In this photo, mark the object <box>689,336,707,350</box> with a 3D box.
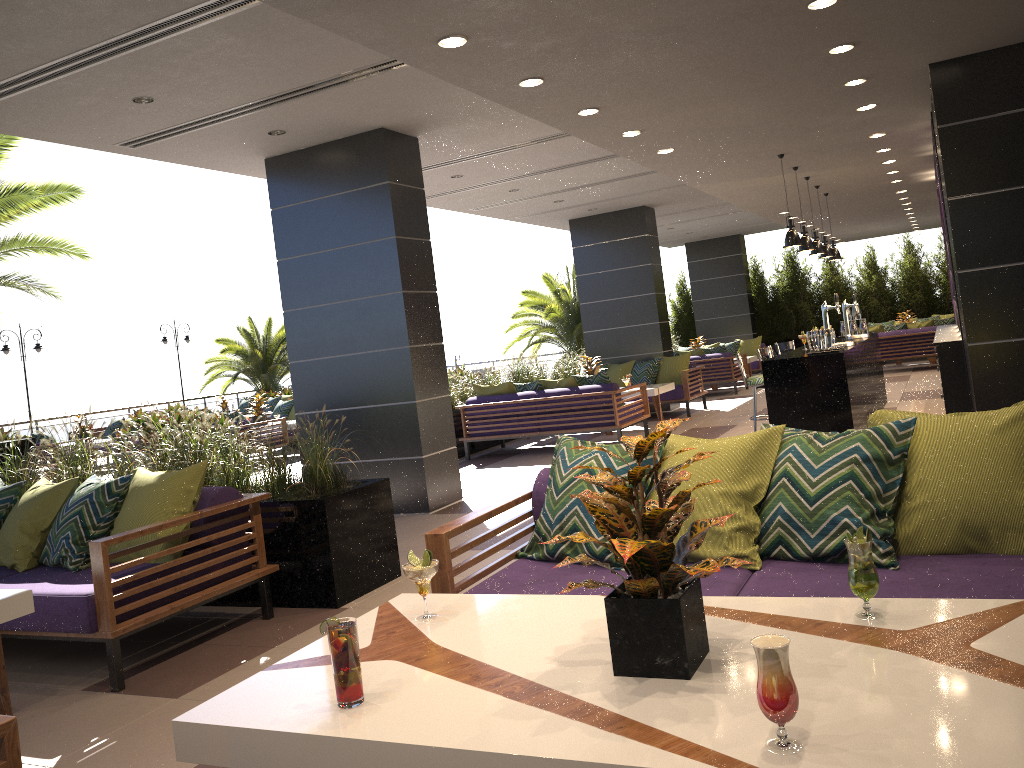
[{"bbox_3d":[3.746,-0.688,17.698,0.428,0.527,0.426,-7,0,43],"label":"object"}]

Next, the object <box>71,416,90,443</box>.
[{"bbox_3d":[-8.224,0.859,16.873,0.431,0.527,0.423,-7,0,-32],"label":"object"}]

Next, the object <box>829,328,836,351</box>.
[{"bbox_3d":[2.904,-0.402,8.088,0.105,0.209,0.106,-8,-1,31],"label":"object"}]

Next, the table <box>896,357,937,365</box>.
[{"bbox_3d":[7.896,-0.658,17.385,2.030,0.554,0.944,-6,2,26],"label":"table"}]

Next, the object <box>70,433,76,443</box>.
[{"bbox_3d":[-8.652,1.057,17.450,0.106,0.197,0.105,-7,-1,-31],"label":"object"}]

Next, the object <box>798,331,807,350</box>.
[{"bbox_3d":[3.031,-0.454,9.183,0.106,0.197,0.105,-7,-1,-36],"label":"object"}]

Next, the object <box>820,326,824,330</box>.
[{"bbox_3d":[3.760,-0.600,10.685,0.085,0.190,0.066,-7,-1,-39],"label":"object"}]

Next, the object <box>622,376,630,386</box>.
[{"bbox_3d":[1.523,-0.014,11.794,0.106,0.197,0.105,-7,-1,-36],"label":"object"}]

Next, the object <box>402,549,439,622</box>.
[{"bbox_3d":[-0.254,0.569,2.525,0.106,0.197,0.105,-7,-1,-36],"label":"object"}]

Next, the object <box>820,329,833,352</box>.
[{"bbox_3d":[2.806,-0.381,7.881,0.105,0.209,0.106,-8,-1,31],"label":"object"}]

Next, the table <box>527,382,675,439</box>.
[{"bbox_3d":[1.166,0.392,12.260,2.030,0.554,0.944,-6,2,26],"label":"table"}]

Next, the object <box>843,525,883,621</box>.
[{"bbox_3d":[0.826,0.442,2.087,0.068,0.211,0.069,-7,-1,9],"label":"object"}]

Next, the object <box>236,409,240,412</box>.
[{"bbox_3d":[-6.113,0.648,19.796,0.067,0.190,0.084,-7,-1,-34],"label":"object"}]

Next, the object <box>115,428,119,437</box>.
[{"bbox_3d":[-7.549,0.941,16.936,0.067,0.190,0.084,-7,-1,-34],"label":"object"}]

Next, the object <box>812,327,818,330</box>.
[{"bbox_3d":[3.463,-0.550,10.072,0.068,0.211,0.069,-7,-1,9],"label":"object"}]

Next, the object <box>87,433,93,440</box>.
[{"bbox_3d":[-7.760,0.989,16.297,0.082,0.198,0.069,-7,-1,-22],"label":"object"}]

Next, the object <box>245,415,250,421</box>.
[{"bbox_3d":[-4.619,0.631,15.451,0.069,0.181,0.068,-7,-1,-31],"label":"object"}]

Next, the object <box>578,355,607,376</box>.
[{"bbox_3d":[1.095,-0.143,12.264,0.428,0.527,0.426,-7,0,38],"label":"object"}]

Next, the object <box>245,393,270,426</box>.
[{"bbox_3d":[-4.257,0.432,14.920,0.428,0.527,0.426,-7,0,43],"label":"object"}]

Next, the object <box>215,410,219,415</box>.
[{"bbox_3d":[-6.947,0.709,20.869,0.106,0.197,0.105,-7,-1,-31],"label":"object"}]

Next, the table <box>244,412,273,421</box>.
[{"bbox_3d":[-6.487,1.051,20.310,2.030,0.554,0.944,-6,2,26],"label":"table"}]

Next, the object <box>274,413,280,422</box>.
[{"bbox_3d":[-3.822,0.562,14.418,0.106,0.197,0.105,-7,-1,-31],"label":"object"}]

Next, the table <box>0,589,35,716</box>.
[{"bbox_3d":[-3.042,1.257,3.643,2.030,0.554,0.944,-6,2,26],"label":"table"}]

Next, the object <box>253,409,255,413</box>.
[{"bbox_3d":[-5.943,0.593,20.400,0.068,0.211,0.069,-7,-1,14],"label":"object"}]

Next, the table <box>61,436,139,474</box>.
[{"bbox_3d":[-8.155,1.394,16.894,2.030,0.554,0.944,-6,2,26],"label":"table"}]

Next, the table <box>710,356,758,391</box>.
[{"bbox_3d":[3.815,-0.153,17.684,2.030,0.554,0.944,-6,2,26],"label":"table"}]

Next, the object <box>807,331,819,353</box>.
[{"bbox_3d":[2.701,-0.370,7.925,0.105,0.209,0.106,-8,-1,31],"label":"object"}]

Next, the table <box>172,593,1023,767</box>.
[{"bbox_3d":[0.384,0.889,1.952,2.030,0.554,0.944,-6,2,26],"label":"table"}]

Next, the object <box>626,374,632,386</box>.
[{"bbox_3d":[1.640,-0.047,12.366,0.067,0.190,0.084,-6,-1,-39],"label":"object"}]

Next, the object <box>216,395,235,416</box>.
[{"bbox_3d":[-6.615,0.523,20.299,0.426,0.527,0.428,-7,0,-37],"label":"object"}]

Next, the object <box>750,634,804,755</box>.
[{"bbox_3d":[0.452,0.527,1.507,0.069,0.181,0.068,-7,-1,-36],"label":"object"}]

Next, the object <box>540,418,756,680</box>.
[{"bbox_3d":[0.311,0.354,1.965,0.428,0.527,0.426,-7,0,43],"label":"object"}]

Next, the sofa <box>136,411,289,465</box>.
[{"bbox_3d":[-4.699,0.888,13.898,2.119,0.920,1.122,-6,1,26],"label":"sofa"}]

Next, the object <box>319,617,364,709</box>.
[{"bbox_3d":[-0.370,0.610,1.952,0.067,0.190,0.084,-6,-1,-39],"label":"object"}]

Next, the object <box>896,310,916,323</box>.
[{"bbox_3d":[7.781,-1.188,17.410,0.428,0.527,0.426,-7,0,43],"label":"object"}]

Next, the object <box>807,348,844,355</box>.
[{"bbox_3d":[2.837,-0.294,7.999,0.272,0.018,0.438,-6,2,26],"label":"object"}]

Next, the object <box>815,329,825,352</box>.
[{"bbox_3d":[2.803,-0.386,8.017,0.105,0.209,0.106,-8,-1,31],"label":"object"}]

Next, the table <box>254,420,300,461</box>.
[{"bbox_3d":[-4.179,0.966,14.931,2.030,0.554,0.944,-6,2,26],"label":"table"}]

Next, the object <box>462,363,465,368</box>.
[{"bbox_3d":[-1.236,-0.436,22.719,0.069,0.198,0.082,-7,-1,-27],"label":"object"}]
